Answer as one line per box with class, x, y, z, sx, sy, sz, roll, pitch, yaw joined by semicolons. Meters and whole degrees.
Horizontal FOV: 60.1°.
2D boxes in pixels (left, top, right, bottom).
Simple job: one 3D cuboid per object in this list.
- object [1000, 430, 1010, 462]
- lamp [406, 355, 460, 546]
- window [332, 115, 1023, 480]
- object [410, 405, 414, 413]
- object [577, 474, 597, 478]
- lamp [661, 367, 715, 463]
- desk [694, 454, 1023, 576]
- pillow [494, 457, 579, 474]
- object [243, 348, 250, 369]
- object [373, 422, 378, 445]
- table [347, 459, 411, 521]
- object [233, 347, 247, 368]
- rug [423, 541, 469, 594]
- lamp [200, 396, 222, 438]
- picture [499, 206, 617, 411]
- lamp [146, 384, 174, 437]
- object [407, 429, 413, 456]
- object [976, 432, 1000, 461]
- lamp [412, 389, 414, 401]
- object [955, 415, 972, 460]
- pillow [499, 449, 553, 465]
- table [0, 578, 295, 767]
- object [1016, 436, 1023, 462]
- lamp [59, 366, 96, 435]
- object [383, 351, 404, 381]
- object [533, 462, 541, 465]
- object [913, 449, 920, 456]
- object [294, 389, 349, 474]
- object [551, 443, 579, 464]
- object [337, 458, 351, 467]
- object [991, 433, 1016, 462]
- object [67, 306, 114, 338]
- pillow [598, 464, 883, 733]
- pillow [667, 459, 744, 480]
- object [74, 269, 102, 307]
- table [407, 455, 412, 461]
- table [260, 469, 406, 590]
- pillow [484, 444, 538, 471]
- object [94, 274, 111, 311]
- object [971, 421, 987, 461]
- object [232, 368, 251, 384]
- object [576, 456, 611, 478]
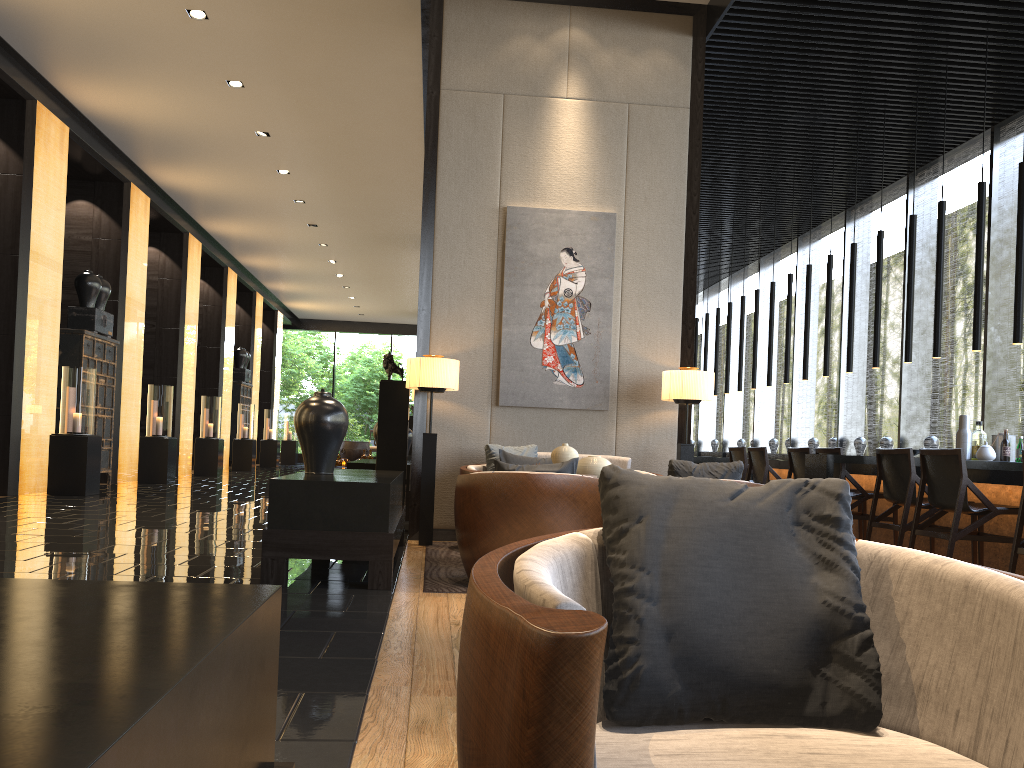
object;3.731;0.468;6.693;0.067;0.237;0.067;3;-1;-11
lamp;-0.587;0.473;6.309;0.375;1.346;0.374;3;-1;-44
window;-1.520;-0.616;11.777;12.055;4.221;31.941;3;-4;-5
object;-1.772;0.481;16.113;0.161;0.217;0.102;3;-1;-17
object;0.417;0.572;5.337;0.174;0.051;0.138;3;-4;-9
lamp;1.266;0.559;6.476;0.374;1.349;0.375;2;-1;24
desk;2.714;1.282;11.627;1.780;0.758;28.784;3;-4;-5
pillow;0.118;0.527;4.444;0.441;0.338;0.205;2;-2;2
object;-6.135;-0.571;20.199;0.312;0.492;0.311;3;-2;-24
object;-1.278;0.554;9.141;0.312;0.492;0.311;3;-2;-24
table;-1.315;1.051;9.065;0.620;0.512;1.963;3;-4;-5
object;-6.105;-0.594;19.868;0.312;0.492;0.311;3;-2;-31
rug;0.443;1.125;5.478;1.958;0.008;2.245;3;-4;-5
lamp;-5.300;0.584;15.585;0.337;0.728;0.337;2;-1;-3
picture;0.346;-0.567;6.689;0.835;1.500;0.037;2;-1;-5
lamp;-5.036;0.384;12.661;0.337;0.728;0.337;2;-1;-3
object;-1.730;0.895;14.142;0.311;0.492;0.312;2;-2;14
object;3.575;0.470;6.675;0.136;0.217;0.136;3;-2;-18
lamp;-0.750;0.610;8.110;0.374;1.318;0.375;2;-1;39
object;3.467;0.411;6.790;0.113;0.344;0.113;3;-1;-10
pillow;0.122;0.644;6.232;0.472;0.361;0.219;3;-2;-8
table;-0.513;0.445;0.189;0.620;0.512;1.963;3;-4;-5
object;3.827;0.491;6.662;0.056;0.197;0.056;2;-1;-3
lamp;-4.772;0.185;9.736;0.337;0.728;0.337;2;-1;0
object;-0.961;-0.142;7.182;0.176;0.246;0.116;2;-1;-5
object;0.164;0.546;5.545;0.092;0.112;0.091;4;-3;-43
object;3.012;0.531;6.730;0.227;0.067;0.228;2;-4;-3
object;-1.108;0.273;5.137;0.311;0.492;0.312;2;-2;14
object;0.325;0.485;5.470;0.171;0.235;0.171;1;-2;30
object;-4.688;2.182;24.692;0.369;0.229;0.370;1;-3;17
object;3.780;0.488;6.809;0.169;0.219;0.169;3;-2;-10
object;-5.334;-0.777;11.238;0.365;0.314;0.607;3;-3;-5
pillow;0.321;0.306;1.299;0.399;0.362;0.222;3;-2;-5
pillow;0.972;0.564;4.522;0.399;0.362;0.222;3;-2;-5
object;-5.312;-1.193;11.085;0.312;0.492;0.311;4;-2;-39
table;-1.773;1.396;14.137;0.620;0.512;1.963;3;-4;-5
table;-0.967;0.788;5.213;0.620;0.512;1.963;3;-4;-5
pillow;0.008;0.629;6.377;0.433;0.399;0.201;4;-2;-27
object;-5.342;-1.170;11.416;0.312;0.492;0.311;3;-2;-24
object;3.611;0.441;6.847;0.129;0.305;0.129;3;-1;-19
object;-6.127;-0.178;20.021;0.365;0.314;0.607;3;-3;-5
object;0.514;0.535;5.543;0.245;0.168;0.246;2;-3;-2
